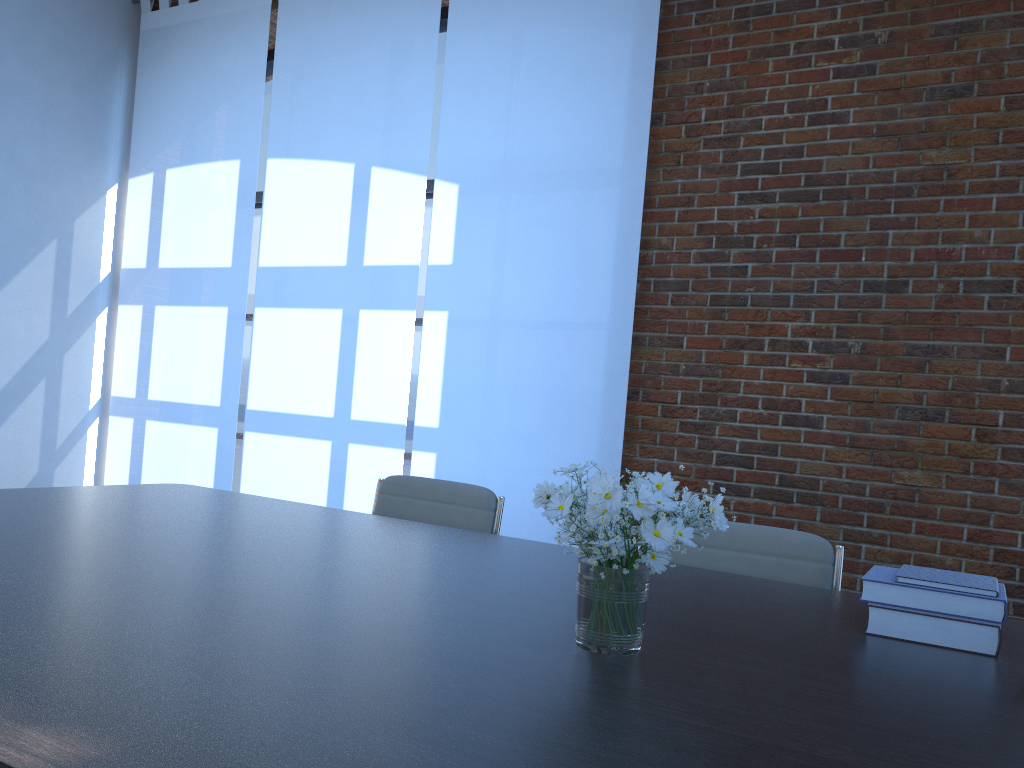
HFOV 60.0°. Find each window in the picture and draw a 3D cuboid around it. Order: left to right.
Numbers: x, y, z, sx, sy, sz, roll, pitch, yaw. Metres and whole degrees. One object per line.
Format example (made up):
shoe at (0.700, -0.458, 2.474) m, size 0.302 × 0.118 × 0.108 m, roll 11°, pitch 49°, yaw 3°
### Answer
window at (1.768, -0.343, 4.144) m, size 9.608 × 3.609 × 0.160 m, roll 4°, pitch 0°, yaw 30°

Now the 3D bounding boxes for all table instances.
table at (0.218, 0.842, 1.458) m, size 4.497 × 0.810 × 1.813 m, roll 4°, pitch -2°, yaw 30°

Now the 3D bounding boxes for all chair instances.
chair at (-0.461, 0.774, 2.861) m, size 0.559 × 0.923 × 0.707 m, roll 5°, pitch 0°, yaw 33°
chair at (0.480, 0.832, 2.211) m, size 0.559 × 0.923 × 0.707 m, roll 5°, pitch 0°, yaw 23°

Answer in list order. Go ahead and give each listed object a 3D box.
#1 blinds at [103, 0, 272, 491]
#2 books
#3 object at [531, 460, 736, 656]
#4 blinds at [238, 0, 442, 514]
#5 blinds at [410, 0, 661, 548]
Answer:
blinds at (-2.137, -0.727, 5.733) m, size 1.217 × 3.757 × 0.040 m, roll 5°, pitch 0°, yaw 30°
books at (0.851, 0.442, 1.789) m, size 0.254 × 0.115 × 0.295 m, roll 4°, pitch -2°, yaw 28°
object at (0.175, 0.277, 1.465) m, size 0.335 × 0.309 × 0.329 m, roll 4°, pitch -1°, yaw 40°
blinds at (-1.030, -0.655, 5.104) m, size 1.217 × 3.757 × 0.040 m, roll 5°, pitch 0°, yaw 30°
blinds at (0.068, -0.583, 4.481) m, size 1.217 × 3.757 × 0.040 m, roll 5°, pitch 0°, yaw 30°
